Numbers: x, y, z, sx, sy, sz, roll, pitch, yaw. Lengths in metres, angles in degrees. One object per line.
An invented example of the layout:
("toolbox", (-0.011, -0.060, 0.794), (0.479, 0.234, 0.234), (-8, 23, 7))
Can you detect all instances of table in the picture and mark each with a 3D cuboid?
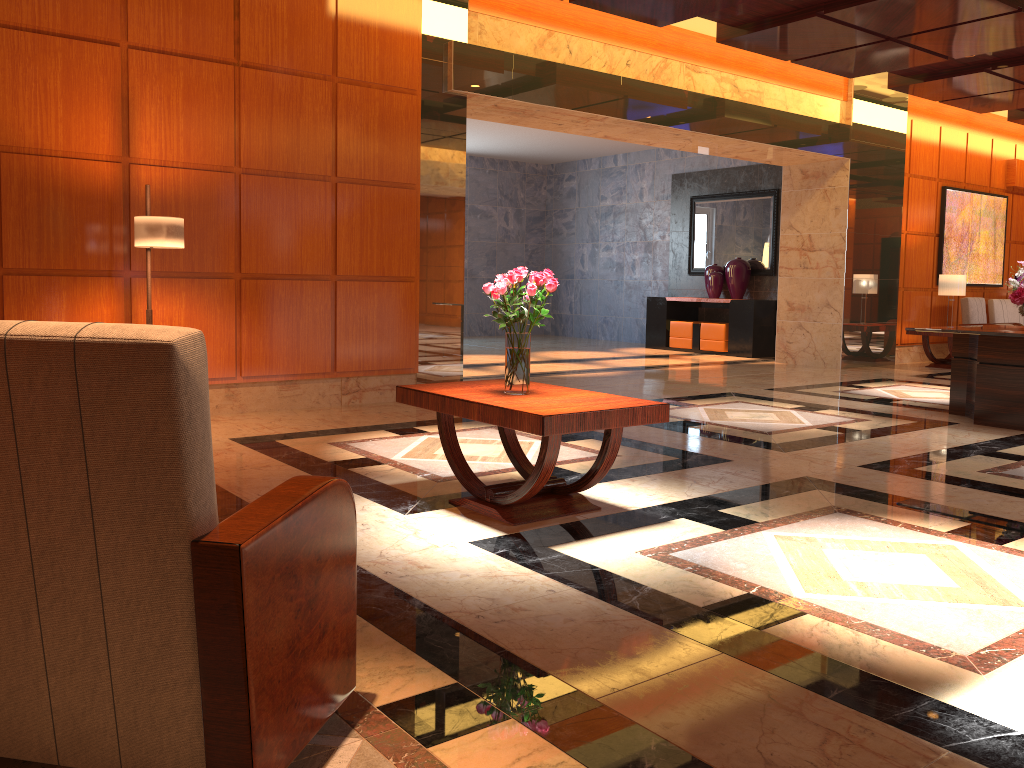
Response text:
("table", (6.062, -0.488, 12.144), (1.168, 0.532, 0.727), (-3, 7, -34))
("table", (4.356, -0.058, 7.183), (1.602, 0.742, 1.604), (-4, 8, -37))
("table", (0.056, 0.312, 4.191), (0.725, 0.532, 1.170), (-3, 7, -37))

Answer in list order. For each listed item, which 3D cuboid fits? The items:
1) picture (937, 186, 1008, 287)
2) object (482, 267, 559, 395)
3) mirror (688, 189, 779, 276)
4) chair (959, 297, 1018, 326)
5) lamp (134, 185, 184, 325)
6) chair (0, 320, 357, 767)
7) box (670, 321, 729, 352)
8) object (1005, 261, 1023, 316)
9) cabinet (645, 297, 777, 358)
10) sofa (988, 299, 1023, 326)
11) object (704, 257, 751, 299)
("picture", (7.110, -2.232, 13.640), (1.998, 1.448, 0.057), (-3, 6, -37))
("object", (0.033, -0.251, 4.143), (0.327, 0.594, 0.351), (0, 5, -17))
("mirror", (3.537, -2.419, 14.331), (0.029, 1.334, 1.771), (-2, 6, -37))
("chair", (6.950, -0.781, 12.923), (0.738, 0.958, 0.630), (-3, 6, -38))
("lamp", (-2.365, -0.486, 5.871), (0.527, 1.656, 0.360), (5, 6, 43))
("chair", (-0.799, 0.332, 1.950), (0.738, 0.958, 0.630), (2, 5, 12))
("box", (3.100, -0.769, 14.142), (0.490, 0.426, 1.135), (-3, 7, -37))
("object", (4.383, -0.758, 7.144), (0.651, 0.656, 0.681), (6, 7, 44))
("cabinet", (3.219, -0.940, 14.217), (0.784, 0.865, 2.196), (-3, 7, -37))
("sofa", (8.171, -0.867, 13.988), (1.800, 0.929, 0.614), (-3, 7, -36))
("object", (3.387, -1.693, 14.165), (0.520, 0.650, 0.864), (-3, 7, -38))
